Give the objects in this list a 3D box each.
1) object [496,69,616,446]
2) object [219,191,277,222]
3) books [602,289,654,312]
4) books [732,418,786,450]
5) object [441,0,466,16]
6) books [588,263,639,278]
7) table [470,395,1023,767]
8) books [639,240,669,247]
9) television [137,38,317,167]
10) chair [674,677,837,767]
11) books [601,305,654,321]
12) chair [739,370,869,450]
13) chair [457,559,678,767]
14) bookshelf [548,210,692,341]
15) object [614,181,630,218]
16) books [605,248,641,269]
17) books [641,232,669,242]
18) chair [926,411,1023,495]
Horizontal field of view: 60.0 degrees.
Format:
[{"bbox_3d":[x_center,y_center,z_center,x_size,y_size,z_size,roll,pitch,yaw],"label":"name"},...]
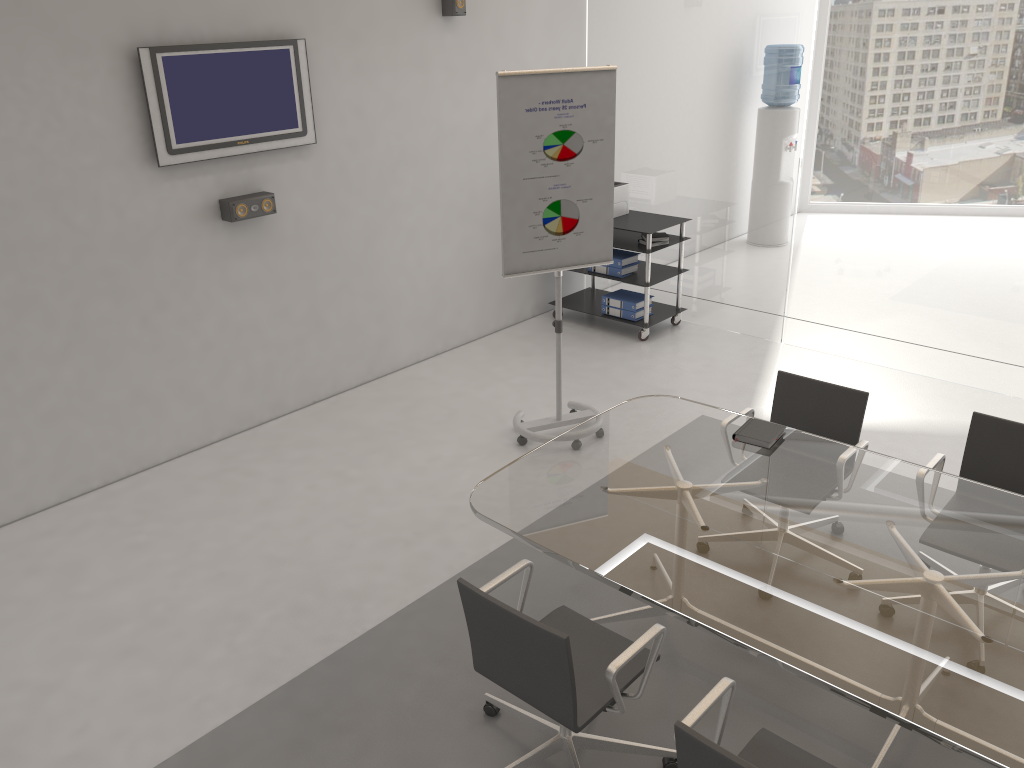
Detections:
[{"bbox_3d":[0.256,-0.655,4.954,0.560,2.088,0.553,10,26,26],"label":"object"},{"bbox_3d":[-1.509,-1.018,5.093,0.123,0.117,0.298,18,30,38],"label":"object"},{"bbox_3d":[0.909,-0.655,6.943,0.320,0.077,0.263,18,30,38],"label":"books"},{"bbox_3d":[1.024,0.203,3.667,0.164,0.032,0.183,14,28,33],"label":"books"},{"bbox_3d":[-0.381,-2.540,5.841,0.123,0.216,0.117,18,30,38],"label":"object"},{"bbox_3d":[0.800,-0.917,6.946,0.320,0.077,0.263,18,30,38],"label":"books"},{"bbox_3d":[1.334,0.922,2.923,3.054,0.721,1.372,18,30,38],"label":"table"},{"bbox_3d":[1.075,-1.078,6.703,0.170,0.028,0.146,-14,26,-26],"label":"books"},{"bbox_3d":[-1.536,-1.567,4.891,0.049,0.590,1.013,18,30,38],"label":"television"},{"bbox_3d":[0.746,1.139,2.356,0.731,0.805,0.710,9,25,24],"label":"chair"},{"bbox_3d":[0.910,-0.588,6.971,0.320,0.077,0.263,18,30,38],"label":"books"},{"bbox_3d":[1.220,0.449,3.940,0.731,0.805,0.710,9,25,23],"label":"chair"},{"bbox_3d":[0.192,0.917,2.911,0.731,0.805,0.710,9,25,24],"label":"chair"},{"bbox_3d":[0.840,-0.900,7.062,0.985,0.855,0.567,18,30,38],"label":"bookshelf"},{"bbox_3d":[0.688,-1.452,6.977,0.351,0.235,0.350,18,30,38],"label":"object"},{"bbox_3d":[0.799,-0.985,6.918,0.320,0.077,0.263,18,30,38],"label":"books"},{"bbox_3d":[1.083,-1.110,6.696,0.183,0.032,0.164,-3,23,-3],"label":"books"},{"bbox_3d":[1.886,0.626,3.483,0.731,0.805,0.710,9,25,23],"label":"chair"}]
